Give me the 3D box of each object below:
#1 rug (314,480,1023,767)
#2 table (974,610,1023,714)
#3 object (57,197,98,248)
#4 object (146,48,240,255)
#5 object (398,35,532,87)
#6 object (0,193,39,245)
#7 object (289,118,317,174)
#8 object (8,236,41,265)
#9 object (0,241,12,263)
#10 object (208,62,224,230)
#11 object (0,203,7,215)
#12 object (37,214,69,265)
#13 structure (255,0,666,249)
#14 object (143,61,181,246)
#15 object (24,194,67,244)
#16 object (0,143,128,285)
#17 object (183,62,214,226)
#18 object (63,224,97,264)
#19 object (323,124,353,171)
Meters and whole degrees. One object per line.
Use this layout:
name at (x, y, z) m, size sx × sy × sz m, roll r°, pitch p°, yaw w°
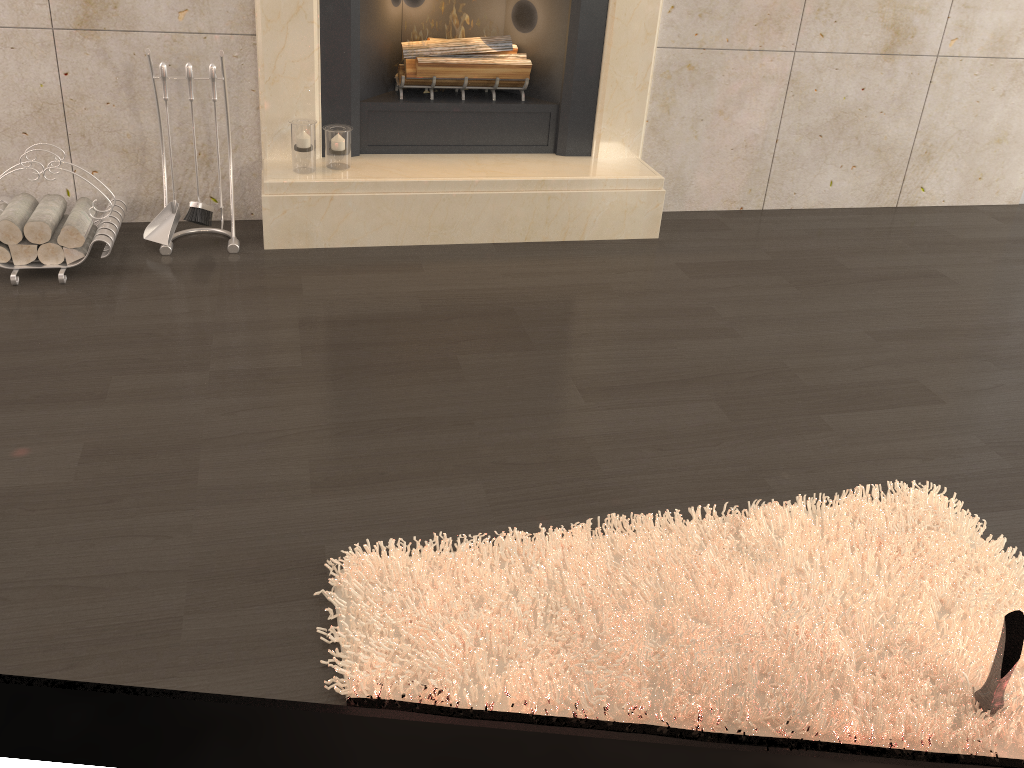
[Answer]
rug at (0.568, 0.808, 1.093) m, size 1.511 × 0.064 × 2.093 m, roll -4°, pitch 31°, yaw -14°
table at (0.560, 0.676, 1.041) m, size 0.906 × 0.289 × 0.957 m, roll -4°, pitch 31°, yaw -15°
object at (-1.428, -0.534, 2.899) m, size 0.080 × 0.075 × 0.274 m, roll -3°, pitch 31°, yaw -14°
object at (-1.087, -0.804, 3.016) m, size 0.263 × 0.666 × 0.227 m, roll -3°, pitch 27°, yaw -15°
object at (-0.183, -1.275, 3.475) m, size 0.514 × 0.202 × 0.230 m, roll -4°, pitch 29°, yaw -15°
object at (-1.596, -0.536, 2.840) m, size 0.082 × 0.079 × 0.264 m, roll -3°, pitch 31°, yaw -14°
object at (-0.743, -0.847, 3.138) m, size 0.099 × 0.175 × 0.102 m, roll 18°, pitch 30°, yaw 23°
object at (-1.571, -0.482, 2.895) m, size 0.083 × 0.070 × 0.289 m, roll -3°, pitch 31°, yaw -14°
object at (-1.632, -0.471, 2.863) m, size 0.057 × 0.055 × 0.264 m, roll -3°, pitch 31°, yaw -14°
object at (-1.000, -0.803, 3.002) m, size 0.027 × 0.539 × 0.111 m, roll -6°, pitch 28°, yaw -21°
object at (-1.656, -0.514, 2.834) m, size 0.057 × 0.055 × 0.264 m, roll -3°, pitch 31°, yaw -14°
object at (-1.492, -0.479, 2.902) m, size 0.079 × 0.073 × 0.264 m, roll -3°, pitch 31°, yaw -14°
structure at (-0.171, -1.260, 3.314) m, size 1.527 × 1.279 × 0.616 m, roll -3°, pitch 28°, yaw -15°
object at (-1.177, -0.773, 2.960) m, size 0.117 × 0.575 × 0.130 m, roll 16°, pitch 28°, yaw 21°
object at (-1.514, -0.539, 2.865) m, size 0.079 × 0.073 × 0.264 m, roll -3°, pitch 31°, yaw -14°
object at (-1.534, -0.601, 2.904) m, size 0.431 × 0.363 × 0.526 m, roll -3°, pitch 30°, yaw -14°
object at (-1.084, -0.803, 3.010) m, size 0.070 × 0.560 × 0.142 m, roll 8°, pitch 26°, yaw 6°
object at (-1.427, -0.473, 2.918) m, size 0.061 × 0.056 × 0.255 m, roll -3°, pitch 31°, yaw -14°
object at (-0.635, -0.863, 3.216) m, size 0.108 × 0.141 × 0.113 m, roll -1°, pitch 28°, yaw -11°
